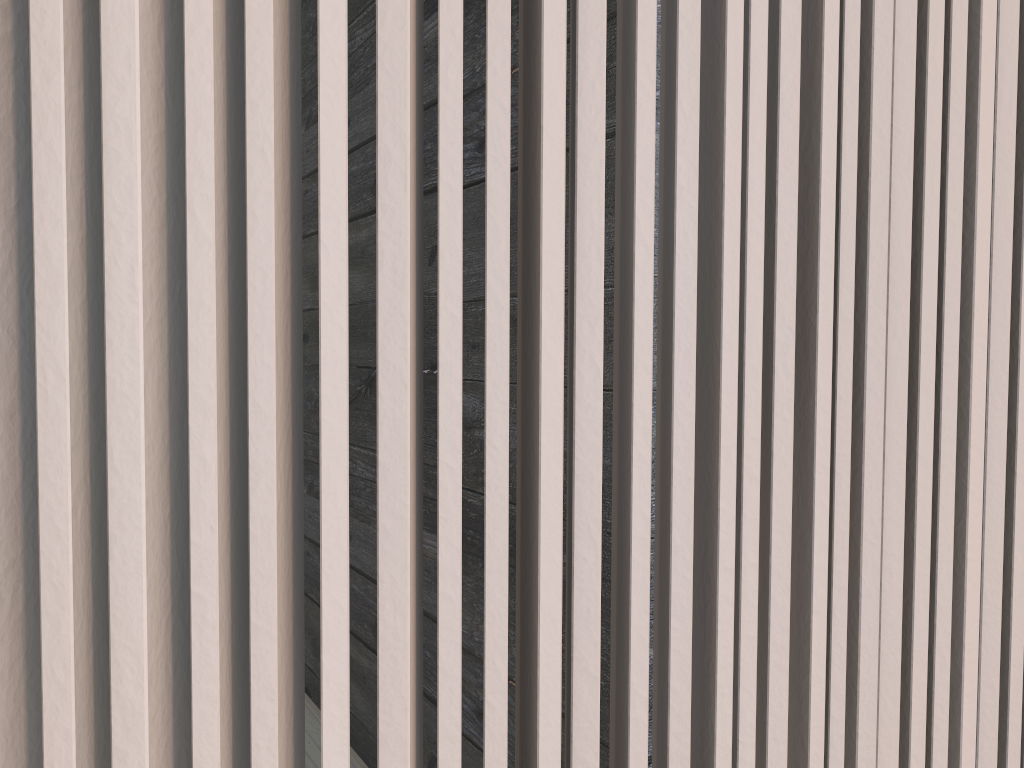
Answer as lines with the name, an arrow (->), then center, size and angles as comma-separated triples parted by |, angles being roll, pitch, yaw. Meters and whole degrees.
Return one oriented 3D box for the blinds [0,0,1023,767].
blinds -> 0.053, -0.402, 0.503 | 1.133, 2.744, 0.069 | -1, 3, -30
